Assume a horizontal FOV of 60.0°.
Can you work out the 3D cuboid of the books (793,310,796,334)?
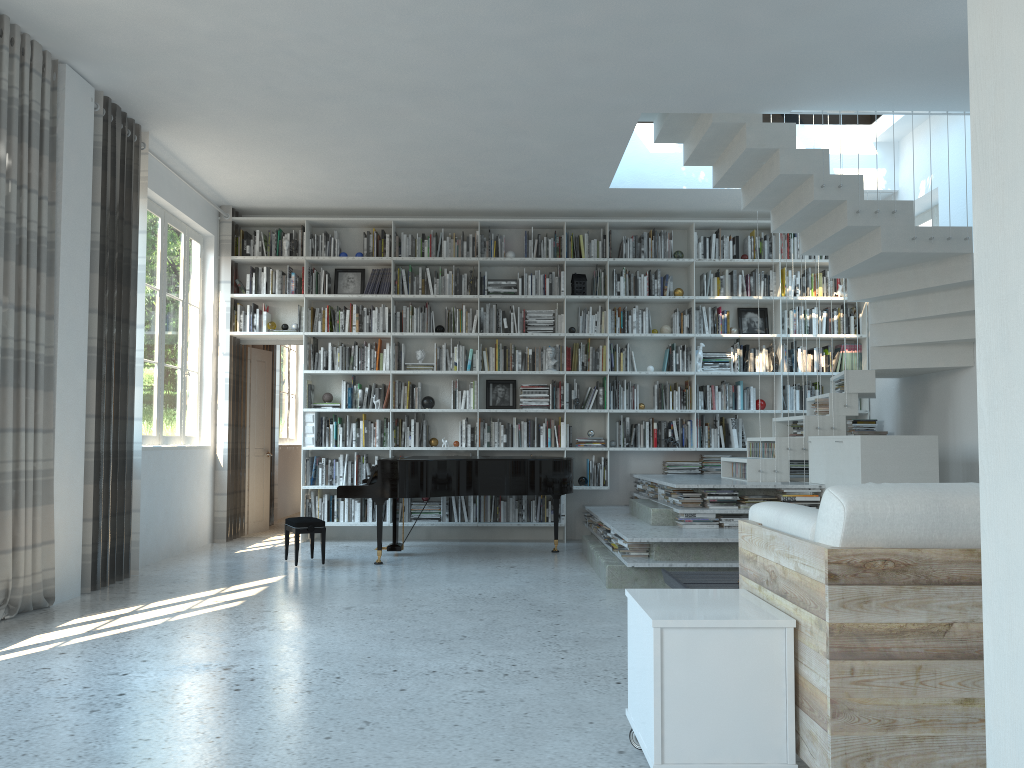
[{"bbox_3d":[2.777,-0.596,8.802,0.026,0.256,0.173,0,-3,-1],"label":"books"}]

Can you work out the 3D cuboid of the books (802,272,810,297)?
[{"bbox_3d":[2.893,-0.966,8.746,0.023,0.253,0.189,0,-3,-1],"label":"books"}]

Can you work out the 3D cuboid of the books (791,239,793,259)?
[{"bbox_3d":[2.763,-1.316,8.834,0.022,0.229,0.175,0,-3,-1],"label":"books"}]

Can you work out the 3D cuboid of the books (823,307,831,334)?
[{"bbox_3d":[3.137,-0.611,8.831,0.024,0.291,0.132,0,-3,-1],"label":"books"}]

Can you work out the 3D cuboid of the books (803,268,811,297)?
[{"bbox_3d":[2.916,-0.987,8.752,0.022,0.296,0.152,0,-3,-1],"label":"books"}]

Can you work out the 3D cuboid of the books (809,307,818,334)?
[{"bbox_3d":[2.992,-0.609,8.809,0.030,0.283,0.166,0,-3,-1],"label":"books"}]

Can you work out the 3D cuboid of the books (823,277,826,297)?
[{"bbox_3d":[3.084,-0.943,8.823,0.023,0.220,0.171,0,-3,-1],"label":"books"}]

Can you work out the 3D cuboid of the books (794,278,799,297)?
[{"bbox_3d":[2.784,-0.936,8.740,0.024,0.193,0.190,0,-3,-1],"label":"books"}]

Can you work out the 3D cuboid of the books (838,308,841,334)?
[{"bbox_3d":[3.221,-0.605,8.809,0.013,0.277,0.188,0,-3,-1],"label":"books"}]

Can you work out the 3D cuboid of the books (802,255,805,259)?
[{"bbox_3d":[2.885,-1.329,8.850,0.022,0.259,0.163,0,-3,-1],"label":"books"}]

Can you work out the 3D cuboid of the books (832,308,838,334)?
[{"bbox_3d":[3.208,-0.608,8.813,0.012,0.283,0.151,0,-3,-1],"label":"books"}]

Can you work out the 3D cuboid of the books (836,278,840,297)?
[{"bbox_3d":[3.223,-0.975,8.838,0.023,0.287,0.163,0,-3,-1],"label":"books"}]

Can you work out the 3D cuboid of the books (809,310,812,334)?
[{"bbox_3d":[2.943,-0.597,8.805,0.024,0.259,0.156,0,-3,-1],"label":"books"}]

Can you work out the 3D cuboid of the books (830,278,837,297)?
[{"bbox_3d":[3.189,-0.963,8.826,0.022,0.261,0.160,0,-3,-1],"label":"books"}]

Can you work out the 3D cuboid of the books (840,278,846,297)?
[{"bbox_3d":[3.270,-0.959,8.833,0.070,0.254,0.154,0,-3,-1],"label":"books"}]

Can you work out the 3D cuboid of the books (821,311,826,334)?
[{"bbox_3d":[3.070,-0.590,8.803,0.045,0.245,0.177,0,-3,-1],"label":"books"}]

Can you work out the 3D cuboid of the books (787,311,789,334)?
[{"bbox_3d":[2.716,-0.592,8.818,0.026,0.250,0.161,0,-3,-1],"label":"books"}]

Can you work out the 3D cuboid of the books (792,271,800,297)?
[{"bbox_3d":[2.807,-0.970,8.757,0.023,0.263,0.158,0,-3,-1],"label":"books"}]

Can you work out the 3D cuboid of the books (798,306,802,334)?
[{"bbox_3d":[2.843,-0.616,8.816,0.022,0.297,0.162,0,-3,-1],"label":"books"}]

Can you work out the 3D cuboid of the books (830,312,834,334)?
[{"bbox_3d":[3.163,-0.584,8.830,0.028,0.237,0.146,0,-3,-1],"label":"books"}]

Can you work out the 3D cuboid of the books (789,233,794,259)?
[{"bbox_3d":[2.781,-1.365,8.859,0.014,0.331,0.143,0,-3,-1],"label":"books"}]

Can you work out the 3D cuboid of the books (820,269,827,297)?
[{"bbox_3d":[3.101,-0.980,8.833,0.010,0.295,0.165,0,-3,-1],"label":"books"}]

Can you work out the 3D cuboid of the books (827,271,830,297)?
[{"bbox_3d":[3.131,-0.972,8.845,0.024,0.281,0.153,0,-3,-1],"label":"books"}]

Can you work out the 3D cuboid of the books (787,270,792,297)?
[{"bbox_3d":[2.710,-0.972,8.735,0.026,0.263,0.189,0,-3,-1],"label":"books"}]

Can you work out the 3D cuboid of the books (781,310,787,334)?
[{"bbox_3d":[2.697,-0.595,8.805,0.012,0.254,0.161,0,-3,-1],"label":"books"}]

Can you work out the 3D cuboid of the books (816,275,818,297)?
[{"bbox_3d":[2.980,-0.949,8.751,0.013,0.222,0.174,0,-3,-1],"label":"books"}]

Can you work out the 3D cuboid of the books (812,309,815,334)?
[{"bbox_3d":[2.966,-0.599,8.803,0.022,0.262,0.172,0,-3,-1],"label":"books"}]

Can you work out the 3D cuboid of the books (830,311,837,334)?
[{"bbox_3d":[3.190,-0.592,8.820,0.025,0.252,0.160,0,-3,-1],"label":"books"}]

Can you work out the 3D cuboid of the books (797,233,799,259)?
[{"bbox_3d":[2.828,-1.353,8.846,0.012,0.306,0.184,0,-3,-1],"label":"books"}]

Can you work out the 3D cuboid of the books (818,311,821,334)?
[{"bbox_3d":[3.041,-0.593,8.823,0.012,0.254,0.161,0,-3,-1],"label":"books"}]

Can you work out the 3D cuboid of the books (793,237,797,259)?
[{"bbox_3d":[2.799,-1.322,8.842,0.023,0.243,0.182,0,-3,-1],"label":"books"}]

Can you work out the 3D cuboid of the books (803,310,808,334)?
[{"bbox_3d":[2.899,-0.598,8.805,0.013,0.260,0.158,0,-3,-1],"label":"books"}]

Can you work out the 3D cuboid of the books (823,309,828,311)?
[{"bbox_3d":[3.120,-0.602,8.834,0.010,0.273,0.130,0,-3,-1],"label":"books"}]

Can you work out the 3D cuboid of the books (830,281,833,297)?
[{"bbox_3d":[3.160,-0.923,8.843,0.034,0.182,0.156,0,-3,-1],"label":"books"}]

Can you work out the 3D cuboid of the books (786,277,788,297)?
[{"bbox_3d":[2.685,-0.942,8.742,0.024,0.205,0.166,0,-3,-1],"label":"books"}]

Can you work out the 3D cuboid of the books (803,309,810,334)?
[{"bbox_3d":[2.918,-0.602,8.815,0.025,0.270,0.152,0,-3,-1],"label":"books"}]

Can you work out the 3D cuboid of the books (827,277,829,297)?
[{"bbox_3d":[3.112,-0.940,8.818,0.013,0.212,0.187,0,-3,-1],"label":"books"}]

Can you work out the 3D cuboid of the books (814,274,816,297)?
[{"bbox_3d":[2.968,-0.956,8.761,0.012,0.237,0.166,0,-3,-1],"label":"books"}]

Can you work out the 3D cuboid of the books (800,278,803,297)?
[{"bbox_3d":[2.837,-0.935,8.797,0.038,0.199,0.170,0,-3,-1],"label":"books"}]

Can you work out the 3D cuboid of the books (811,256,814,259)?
[{"bbox_3d":[2.976,-1.318,8.851,0.025,0.237,0.144,0,-3,-1],"label":"books"}]

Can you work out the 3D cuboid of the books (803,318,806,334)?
[{"bbox_3d":[2.879,-0.557,8.816,0.027,0.179,0.157,0,-3,-1],"label":"books"}]

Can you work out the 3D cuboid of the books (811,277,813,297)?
[{"bbox_3d":[2.933,-0.941,8.754,0.014,0.206,0.184,0,-3,-1],"label":"books"}]

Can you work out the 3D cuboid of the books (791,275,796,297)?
[{"bbox_3d":[2.747,-0.951,8.746,0.049,0.223,0.161,0,-3,-1],"label":"books"}]

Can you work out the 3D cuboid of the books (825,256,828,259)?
[{"bbox_3d":[3.126,-1.316,8.869,0.010,0.235,0.131,0,-3,-1],"label":"books"}]

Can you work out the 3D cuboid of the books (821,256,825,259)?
[{"bbox_3d":[3.092,-1.305,8.854,0.057,0.212,0.163,0,-3,-1],"label":"books"}]

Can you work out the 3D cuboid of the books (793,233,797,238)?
[{"bbox_3d":[2.816,-1.362,8.861,0.012,0.326,0.151,0,-3,-1],"label":"books"}]

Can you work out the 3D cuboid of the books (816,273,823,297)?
[{"bbox_3d":[3.007,-0.958,8.775,0.042,0.242,0.248,0,-3,-1],"label":"books"}]

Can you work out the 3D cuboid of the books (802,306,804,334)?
[{"bbox_3d":[2.860,-0.614,8.805,0.012,0.292,0.165,0,-3,-1],"label":"books"}]

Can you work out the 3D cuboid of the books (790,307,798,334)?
[{"bbox_3d":[2.798,-0.612,8.789,0.014,0.285,0.185,0,-3,-1],"label":"books"}]

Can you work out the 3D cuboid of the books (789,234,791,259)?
[{"bbox_3d":[2.746,-1.336,8.831,0.012,0.269,0.184,0,-3,-1],"label":"books"}]

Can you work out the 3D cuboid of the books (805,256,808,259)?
[{"bbox_3d":[2.911,-1.332,8.851,0.029,0.264,0.179,0,-3,-1],"label":"books"}]

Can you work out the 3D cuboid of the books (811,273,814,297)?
[{"bbox_3d":[2.951,-0.959,8.761,0.022,0.242,0.145,0,-3,-1],"label":"books"}]

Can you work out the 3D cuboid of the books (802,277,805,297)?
[{"bbox_3d":[2.869,-0.943,8.764,0.025,0.211,0.135,0,-3,-1],"label":"books"}]

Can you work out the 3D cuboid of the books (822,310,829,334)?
[{"bbox_3d":[3.104,-0.596,8.810,0.023,0.258,0.184,0,-3,-1],"label":"books"}]

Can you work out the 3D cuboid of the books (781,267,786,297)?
[{"bbox_3d":[2.668,-0.987,8.743,0.010,0.294,0.183,0,-3,-1],"label":"books"}]

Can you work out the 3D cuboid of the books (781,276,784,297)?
[{"bbox_3d":[2.645,-0.985,8.767,0.036,0.293,0.135,0,-3,-1],"label":"books"}]

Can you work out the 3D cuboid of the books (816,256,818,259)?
[{"bbox_3d":[3.016,-1.303,8.855,0.026,0.208,0.163,0,-3,-1],"label":"books"}]

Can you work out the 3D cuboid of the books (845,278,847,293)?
[{"bbox_3d":[3.316,-0.939,8.831,0.023,0.213,0.181,0,-3,-1],"label":"books"}]

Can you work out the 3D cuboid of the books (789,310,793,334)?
[{"bbox_3d":[2.741,-0.593,8.790,0.023,0.247,0.182,0,-3,-1],"label":"books"}]

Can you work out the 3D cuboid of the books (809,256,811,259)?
[{"bbox_3d":[2.950,-1.324,8.860,0.027,0.249,0.154,0,-3,-1],"label":"books"}]
